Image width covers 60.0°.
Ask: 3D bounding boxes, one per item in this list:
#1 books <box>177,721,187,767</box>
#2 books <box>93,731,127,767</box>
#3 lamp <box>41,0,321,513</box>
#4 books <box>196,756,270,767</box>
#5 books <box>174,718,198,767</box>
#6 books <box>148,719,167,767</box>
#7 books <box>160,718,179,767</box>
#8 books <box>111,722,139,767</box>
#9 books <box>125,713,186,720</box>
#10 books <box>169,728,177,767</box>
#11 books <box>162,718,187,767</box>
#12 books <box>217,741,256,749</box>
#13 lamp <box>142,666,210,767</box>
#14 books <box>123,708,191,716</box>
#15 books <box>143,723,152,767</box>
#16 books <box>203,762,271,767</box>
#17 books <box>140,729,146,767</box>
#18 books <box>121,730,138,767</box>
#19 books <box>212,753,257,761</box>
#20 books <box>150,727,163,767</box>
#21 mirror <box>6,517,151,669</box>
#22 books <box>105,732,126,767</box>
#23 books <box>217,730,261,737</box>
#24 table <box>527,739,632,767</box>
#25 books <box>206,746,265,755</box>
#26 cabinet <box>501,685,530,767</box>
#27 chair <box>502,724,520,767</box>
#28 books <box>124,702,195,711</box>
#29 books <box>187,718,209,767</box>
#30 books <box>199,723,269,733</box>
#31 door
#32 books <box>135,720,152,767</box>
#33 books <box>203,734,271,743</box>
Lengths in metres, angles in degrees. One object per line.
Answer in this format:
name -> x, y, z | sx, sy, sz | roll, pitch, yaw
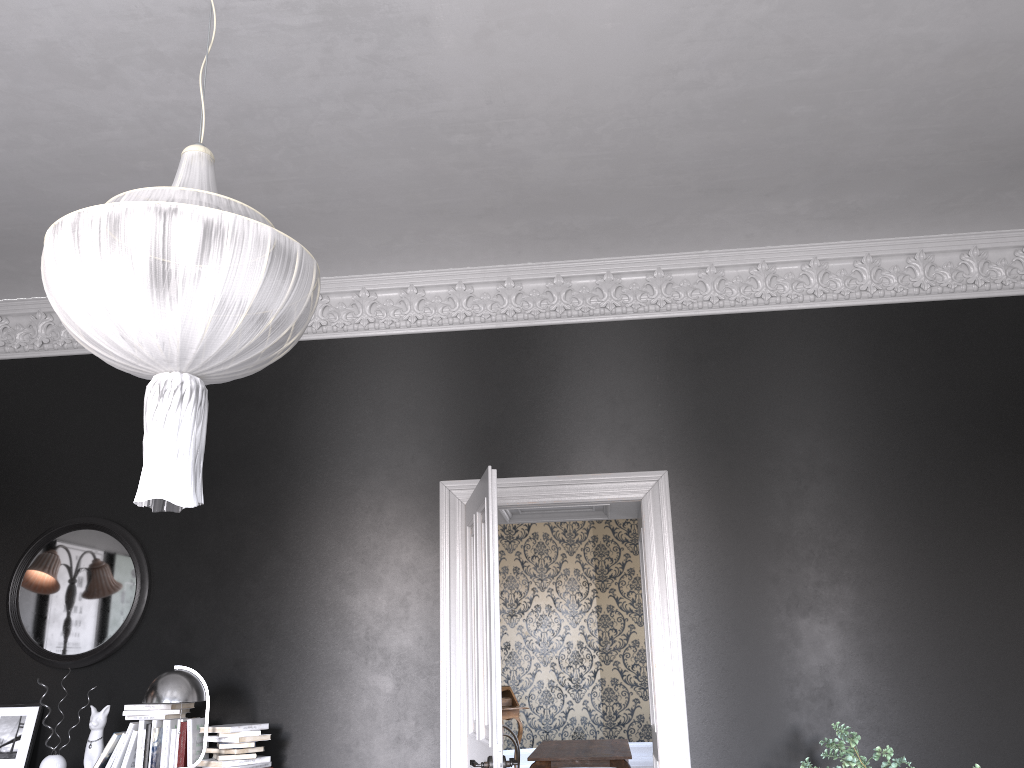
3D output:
books -> -1.791, 2.035, 4.945 | 0.038, 0.294, 0.237 | -3, -17, 5
books -> -2.233, 2.073, 4.950 | 0.158, 0.245, 0.204 | -3, -17, 5
lamp -> -0.988, -0.620, 2.763 | 0.784, 2.037, 0.786 | 13, -22, -39
books -> -1.533, 2.078, 4.885 | 0.229, 0.031, 0.319 | -14, -22, 33
books -> -1.823, 2.039, 4.974 | 0.030, 0.305, 0.222 | -3, -17, 5
books -> -1.961, 2.038, 4.960 | 0.024, 0.305, 0.221 | -3, -17, 5
books -> -1.907, 2.044, 4.982 | 0.030, 0.305, 0.222 | -3, -17, 5
books -> -2.141, 2.053, 4.976 | 0.126, 0.294, 0.221 | -3, -17, 5
books -> -2.014, 1.881, 5.016 | 0.259, 0.026, 0.196 | -6, -19, 15
books -> -1.854, 2.055, 4.945 | 0.026, 0.257, 0.196 | -3, -17, 5
books -> -1.883, 2.034, 4.953 | 0.024, 0.305, 0.221 | -3, -17, 5
books -> -1.533, 1.995, 4.917 | 0.193, 0.030, 0.291 | 5, -19, -19
lamp -> -1.787, 1.800, 4.699 | 0.340, 0.587, 0.330 | 3, -18, -14
books -> -2.008, 1.857, 5.021 | 0.307, 0.024, 0.221 | 0, -18, -4
books -> -1.991, 2.040, 4.938 | 0.030, 0.288, 0.194 | -3, -17, 5
books -> -1.506, 2.102, 4.866 | 0.228, 0.025, 0.321 | -6, -19, 15
books -> -2.016, 2.064, 4.960 | 0.026, 0.257, 0.196 | -3, -17, 5
books -> -2.108, 2.071, 4.968 | 0.091, 0.255, 0.196 | -3, -17, 5
books -> -1.536, 2.053, 4.903 | 0.203, 0.029, 0.270 | 6, -20, -23
books -> -1.939, 2.044, 4.915 | 0.029, 0.268, 0.206 | -3, -17, 5
mirror -> -2.694, 1.282, 5.492 | 0.924, 0.919, 0.061 | -3, -17, 5
books -> -2.188, 2.081, 4.974 | 0.132, 0.243, 0.196 | -3, -17, 5
books -> -1.530, 1.949, 4.958 | 0.220, 0.024, 0.309 | 5, -19, -19
table -> 0.614, 3.472, 7.483 | 0.850, 0.751, 1.805 | -3, -18, 5
books -> -1.542, 2.028, 4.919 | 0.290, 0.030, 0.193 | -14, -22, 35
cabinet -> -0.314, 4.687, 11.915 | 0.914, 1.192, 0.908 | 8, -20, -28
chair -> 0.069, 3.516, 7.882 | 0.552, 0.918, 0.440 | -17, -23, 41
books -> -2.007, 1.839, 5.055 | 0.306, 0.030, 0.222 | -6, -19, 15
books -> -1.749, 2.026, 4.941 | 0.050, 0.306, 0.221 | -3, -17, 5
books -> -1.541, 1.912, 4.928 | 0.221, 0.030, 0.308 | -10, -20, 24
door -> -0.135, 1.704, 4.586 | 0.216, 2.361, 1.104 | 1, -17, -7
books -> -2.046, 2.052, 4.995 | 0.030, 0.305, 0.222 | -3, -17, 5
books -> -1.528, 1.968, 4.931 | 0.307, 0.030, 0.221 | -14, -22, 33
